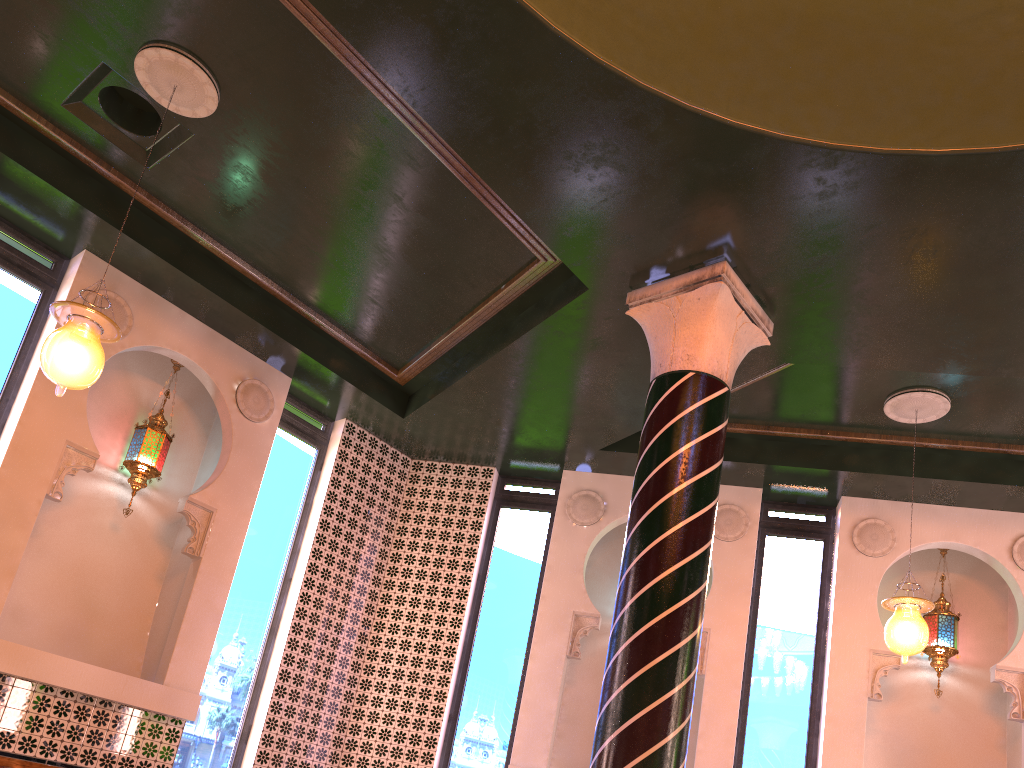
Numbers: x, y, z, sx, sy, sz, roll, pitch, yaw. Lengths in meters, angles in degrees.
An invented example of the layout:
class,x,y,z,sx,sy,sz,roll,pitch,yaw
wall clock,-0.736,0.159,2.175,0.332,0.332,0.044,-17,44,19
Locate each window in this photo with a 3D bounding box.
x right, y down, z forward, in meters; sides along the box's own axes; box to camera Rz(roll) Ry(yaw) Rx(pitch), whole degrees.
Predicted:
class,x,y,z,sx,sy,sz,roll,pitch,yaw
window,2.588,3.250,8.409,0.769,3.737,0.098,7,-19,13
window,-0.183,3.047,9.019,0.769,3.737,0.098,7,-19,13
window,-2.563,2.192,8.292,0.092,3.737,0.821,-4,-24,40
window,-4.357,0.756,6.288,0.092,3.737,0.821,-4,-24,40

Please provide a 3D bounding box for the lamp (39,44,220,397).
class,x,y,z,sx,sy,sz,roll,pitch,yaw
lamp,-2.340,-0.936,5.178,0.519,2.166,0.556,0,-22,31

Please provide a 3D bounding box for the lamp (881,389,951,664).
class,x,y,z,sx,sy,sz,roll,pitch,yaw
lamp,3.268,1.181,7.082,0.519,2.166,0.556,0,-22,31

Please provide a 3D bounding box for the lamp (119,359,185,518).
class,x,y,z,sx,sy,sz,roll,pitch,yaw
lamp,-3.223,0.483,7.746,0.365,1.462,0.343,16,-19,-12

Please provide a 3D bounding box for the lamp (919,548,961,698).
class,x,y,z,sx,sy,sz,roll,pitch,yaw
lamp,4.228,2.334,8.506,0.375,1.462,0.334,23,-22,-30
